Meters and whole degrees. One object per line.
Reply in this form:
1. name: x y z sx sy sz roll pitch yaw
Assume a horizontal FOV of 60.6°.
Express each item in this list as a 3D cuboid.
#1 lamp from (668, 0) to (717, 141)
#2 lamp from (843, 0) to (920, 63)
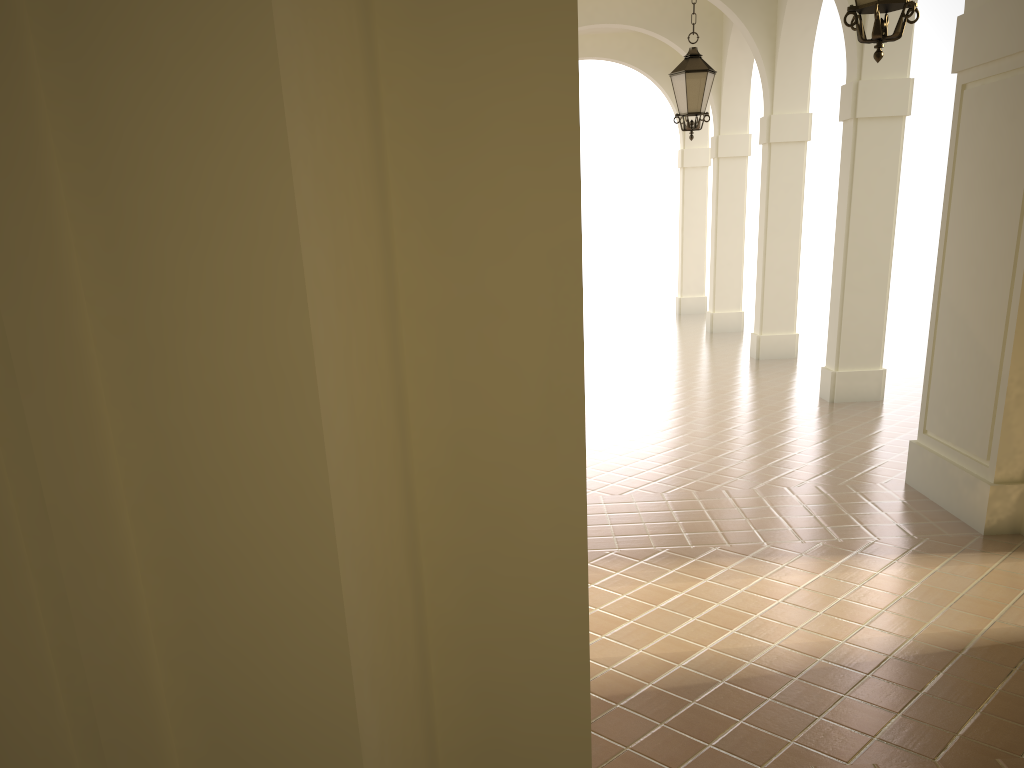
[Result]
1. lamp: 1.848 -4.250 8.844 0.510 3.471 0.421 -2 18 1
2. lamp: 1.855 -3.339 4.078 0.436 3.471 0.493 -13 21 -28
